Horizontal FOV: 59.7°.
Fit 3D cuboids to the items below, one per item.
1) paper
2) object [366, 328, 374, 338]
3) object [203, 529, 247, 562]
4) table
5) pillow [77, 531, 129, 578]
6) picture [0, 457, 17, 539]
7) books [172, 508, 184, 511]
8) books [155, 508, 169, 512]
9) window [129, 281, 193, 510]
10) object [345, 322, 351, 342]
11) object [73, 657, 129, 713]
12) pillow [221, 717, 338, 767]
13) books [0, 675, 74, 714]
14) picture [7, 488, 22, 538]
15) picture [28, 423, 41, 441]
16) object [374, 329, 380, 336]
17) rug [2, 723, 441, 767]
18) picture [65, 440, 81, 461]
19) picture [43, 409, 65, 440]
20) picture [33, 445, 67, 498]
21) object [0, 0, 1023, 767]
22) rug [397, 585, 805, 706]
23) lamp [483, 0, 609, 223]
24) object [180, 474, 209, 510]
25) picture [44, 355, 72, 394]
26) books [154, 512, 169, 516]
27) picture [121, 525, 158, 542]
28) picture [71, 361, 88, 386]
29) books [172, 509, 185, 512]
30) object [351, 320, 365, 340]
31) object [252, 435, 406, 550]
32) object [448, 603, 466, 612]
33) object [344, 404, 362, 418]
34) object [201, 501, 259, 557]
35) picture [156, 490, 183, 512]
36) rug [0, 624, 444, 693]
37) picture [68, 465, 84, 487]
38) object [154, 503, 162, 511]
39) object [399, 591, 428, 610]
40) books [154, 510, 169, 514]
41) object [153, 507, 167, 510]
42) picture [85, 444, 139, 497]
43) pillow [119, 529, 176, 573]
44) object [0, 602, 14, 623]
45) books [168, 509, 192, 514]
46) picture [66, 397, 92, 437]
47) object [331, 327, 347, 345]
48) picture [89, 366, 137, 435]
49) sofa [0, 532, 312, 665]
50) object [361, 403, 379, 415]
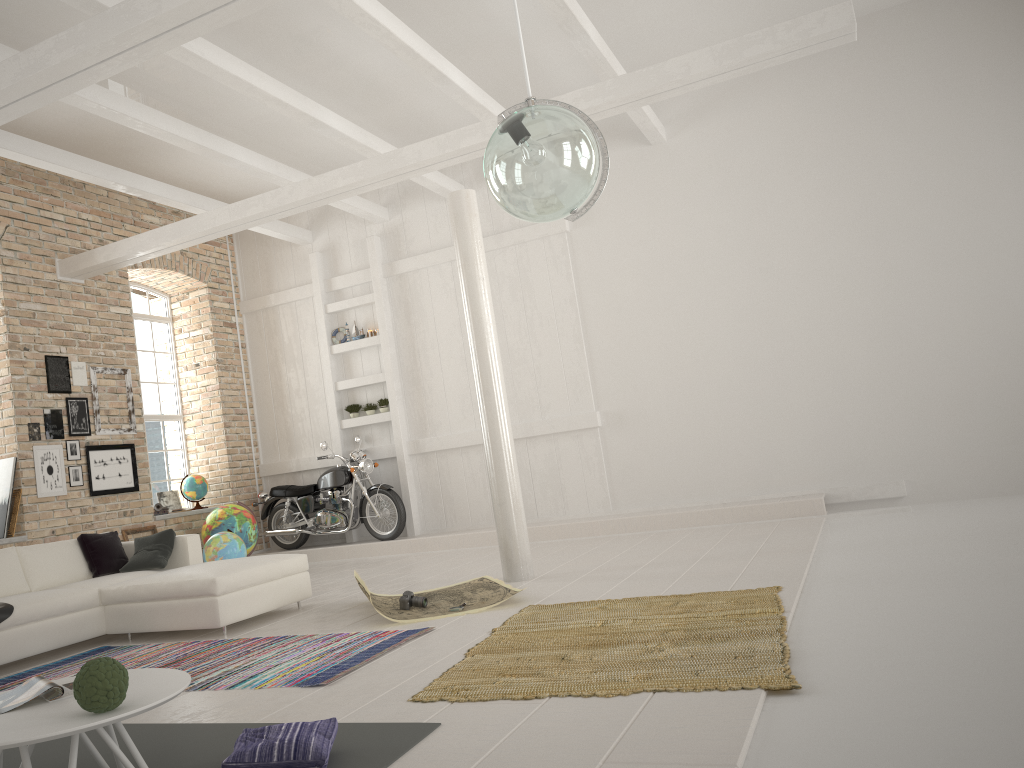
[{"bbox_3d":[-0.537,1.412,6.307,1.036,0.266,1.500,-7,-5,-13],"label":"paper"},{"bbox_3d":[-1.788,-0.638,11.251,0.115,0.120,0.099,-13,-7,41],"label":"object"},{"bbox_3d":[-2.930,1.811,9.124,0.425,0.633,0.469,-6,-6,-26],"label":"object"},{"bbox_3d":[-1.489,1.216,2.904,0.970,0.343,0.849,-12,-6,38],"label":"table"},{"bbox_3d":[-3.435,1.434,7.534,0.255,0.391,0.404,-11,-6,23],"label":"pillow"},{"bbox_3d":[-5.037,1.124,8.611,0.619,0.765,0.232,-11,-6,25],"label":"picture"},{"bbox_3d":[-3.958,1.488,10.559,0.102,0.013,0.133,-8,-5,-2],"label":"books"},{"bbox_3d":[-4.197,1.492,10.482,0.212,0.026,0.246,-9,-5,18],"label":"books"},{"bbox_3d":[0.605,-0.784,8.625,12.040,2.995,1.353,-10,-6,26],"label":"window"},{"bbox_3d":[-2.102,-0.659,11.398,0.064,0.268,0.070,-6,-7,-23],"label":"object"},{"bbox_3d":[-1.242,0.912,2.700,0.165,0.164,0.160,-8,-5,0],"label":"object"},{"bbox_3d":[-0.766,1.239,2.974,0.355,0.164,0.352,-8,-5,-1],"label":"pillow"},{"bbox_3d":[-1.601,1.049,3.085,0.349,0.048,0.324,-4,-6,-37],"label":"books"},{"bbox_3d":[-4.856,1.255,8.551,0.381,0.461,0.164,-11,-6,24],"label":"picture"},{"bbox_3d":[-4.730,0.473,8.829,0.009,0.179,0.126,-12,-7,26],"label":"picture"},{"bbox_3d":[-1.679,-0.642,11.196,0.102,0.088,0.111,-6,-6,-25],"label":"object"},{"bbox_3d":[-1.757,1.453,3.218,2.851,0.042,1.364,-10,-5,23],"label":"rug"},{"bbox_3d":[-4.538,0.686,9.222,0.012,0.213,0.167,-11,-6,21],"label":"picture"},{"bbox_3d":[-4.653,0.409,9.057,0.015,0.307,0.218,-11,-6,21],"label":"picture"},{"bbox_3d":[-4.616,0.867,8.915,0.014,0.515,0.347,-11,-6,21],"label":"picture"},{"bbox_3d":[-0.683,-0.919,5.448,12.475,4.810,9.597,-10,-5,24],"label":"object"},{"bbox_3d":[0.542,1.225,4.367,1.600,0.021,2.108,-9,-5,16],"label":"rug"},{"bbox_3d":[0.047,-1.474,3.940,0.535,1.603,0.468,-13,-8,38],"label":"lamp"},{"bbox_3d":[-3.980,1.357,11.218,0.349,0.466,0.310,-12,-6,29],"label":"object"},{"bbox_3d":[-4.689,-0.097,9.214,0.019,0.395,0.280,-11,-6,21],"label":"picture"},{"bbox_3d":[-4.187,1.541,10.465,0.213,0.025,0.242,-10,-5,24],"label":"books"},{"bbox_3d":[-3.970,1.936,9.751,0.233,0.750,0.479,-11,-6,22],"label":"picture"},{"bbox_3d":[-4.597,-0.108,9.470,0.013,0.259,0.184,-11,-6,21],"label":"picture"},{"bbox_3d":[-3.947,1.499,10.558,0.136,0.014,0.104,-8,-5,6],"label":"books"},{"bbox_3d":[-1.956,-0.685,11.294,0.249,0.261,0.059,-13,-7,38],"label":"object"},{"bbox_3d":[-2.296,1.352,11.066,2.267,1.332,0.776,-10,-6,21],"label":"object"},{"bbox_3d":[-0.341,1.469,5.879,0.101,0.019,0.217,-9,-5,17],"label":"object"},{"bbox_3d":[-2.004,0.342,11.285,0.227,0.181,0.255,-8,-5,-6],"label":"object"},{"bbox_3d":[-3.261,1.835,10.352,0.656,0.926,0.653,-8,-6,-1],"label":"object"},{"bbox_3d":[-4.331,1.501,11.280,0.071,0.293,0.372,-11,-6,21],"label":"picture"},{"bbox_3d":[-1.888,1.649,5.269,2.815,0.008,1.336,-10,-5,23],"label":"rug"},{"bbox_3d":[-4.497,0.950,9.193,0.012,0.213,0.167,-11,-6,21],"label":"picture"},{"bbox_3d":[-4.198,1.455,10.519,0.090,0.090,0.502,-6,-5,-27],"label":"object"},{"bbox_3d":[-0.679,1.490,6.160,0.178,0.124,0.141,-10,-6,24],"label":"object"},{"bbox_3d":[-4.195,1.517,10.470,0.213,0.030,0.241,-10,-5,22],"label":"books"},{"bbox_3d":[-4.191,1.468,10.477,0.167,0.021,0.202,-10,-5,23],"label":"object"},{"bbox_3d":[-4.320,0.922,9.643,0.033,0.536,0.677,-11,-6,21],"label":"picture"},{"bbox_3d":[-3.020,1.384,7.404,0.430,0.306,0.329,-9,-6,14],"label":"pillow"},{"bbox_3d":[-3.718,1.682,5.644,0.813,0.465,0.851,-10,-5,21],"label":"object"},{"bbox_3d":[-3.935,1.515,10.561,0.185,0.022,0.216,-10,-5,23],"label":"books"},{"bbox_3d":[-4.545,0.344,9.352,0.011,0.410,0.277,-11,-6,21],"label":"picture"},{"bbox_3d":[-2.215,-0.617,11.479,0.243,0.229,0.068,-10,-6,17],"label":"object"},{"bbox_3d":[-4.393,0.189,9.822,0.026,0.751,0.572,-11,-6,21],"label":"picture"},{"bbox_3d":[-3.172,1.514,6.107,2.284,0.843,3.107,-10,-5,23],"label":"sofa"},{"bbox_3d":[-1.779,0.314,11.198,0.232,0.158,0.222,-10,-5,15],"label":"object"}]
